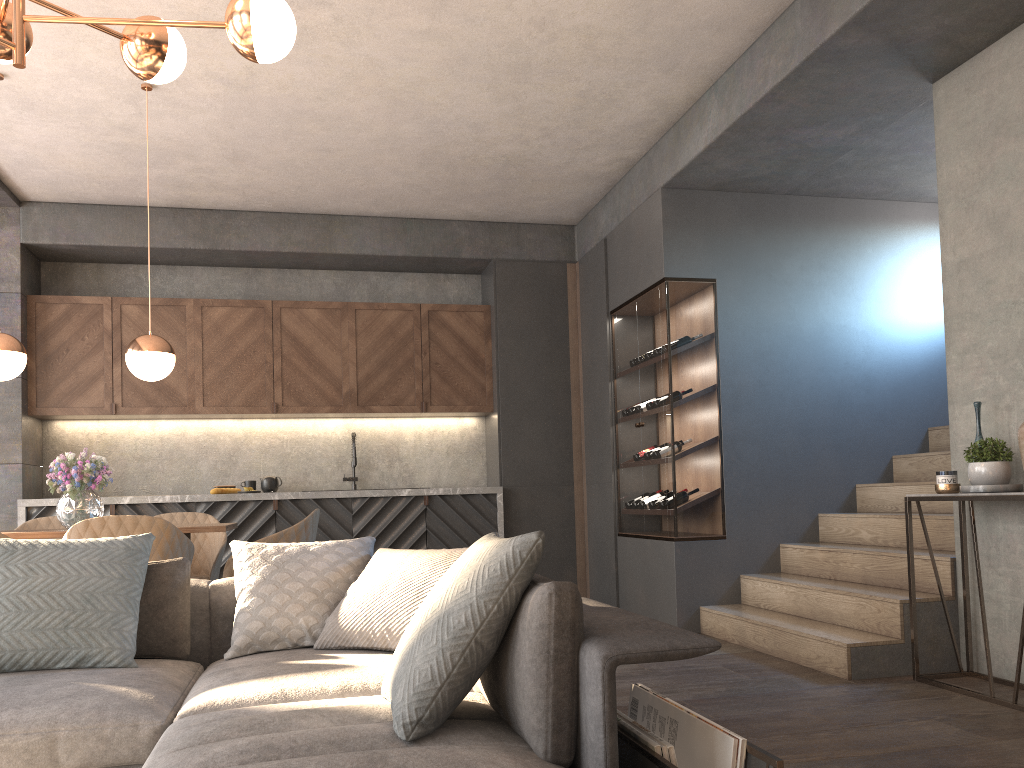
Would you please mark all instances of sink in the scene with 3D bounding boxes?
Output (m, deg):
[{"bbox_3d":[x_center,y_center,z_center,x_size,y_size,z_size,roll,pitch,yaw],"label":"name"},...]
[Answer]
[{"bbox_3d":[-1.154,0.639,6.902,0.962,0.544,0.464,0,-5,-13],"label":"sink"}]

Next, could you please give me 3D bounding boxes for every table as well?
[{"bbox_3d":[2.032,0.828,3.420,0.299,0.816,1.108,-1,-6,-13],"label":"table"},{"bbox_3d":[-2.145,1.105,4.373,1.466,0.766,0.774,0,-5,-13],"label":"table"}]

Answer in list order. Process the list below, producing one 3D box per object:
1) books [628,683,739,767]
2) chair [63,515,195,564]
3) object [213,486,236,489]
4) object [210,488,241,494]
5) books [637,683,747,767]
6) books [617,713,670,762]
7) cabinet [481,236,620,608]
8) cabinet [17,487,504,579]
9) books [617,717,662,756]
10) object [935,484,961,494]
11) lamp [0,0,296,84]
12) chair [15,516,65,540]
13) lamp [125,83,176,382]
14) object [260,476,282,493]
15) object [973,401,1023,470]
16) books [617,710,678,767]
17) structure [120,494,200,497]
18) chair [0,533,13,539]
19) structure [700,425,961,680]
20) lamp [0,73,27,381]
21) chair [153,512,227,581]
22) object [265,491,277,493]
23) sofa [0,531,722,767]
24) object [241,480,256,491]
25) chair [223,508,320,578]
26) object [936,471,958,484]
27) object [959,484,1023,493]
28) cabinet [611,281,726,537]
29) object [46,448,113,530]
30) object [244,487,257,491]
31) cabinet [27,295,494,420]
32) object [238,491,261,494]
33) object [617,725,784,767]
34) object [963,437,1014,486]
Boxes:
[{"bbox_3d":[0.362,0.920,2.020,0.064,0.353,0.572,-1,-6,-13],"label":"books"},{"bbox_3d":[-1.694,0.996,3.901,0.555,0.832,0.513,0,-4,-19],"label":"chair"},{"bbox_3d":[-2.184,0.806,6.710,0.157,0.068,0.117,2,-7,-28],"label":"object"},{"bbox_3d":[-2.122,0.800,6.573,0.071,0.054,0.302,-5,-8,27],"label":"object"},{"bbox_3d":[0.376,0.919,2.015,0.064,0.353,0.572,-1,-6,-13],"label":"books"},{"bbox_3d":[0.264,0.920,1.998,0.068,0.352,0.572,-1,-6,-13],"label":"books"},{"bbox_3d":[0.493,0.366,6.953,1.186,2.743,1.209,-1,-3,-13],"label":"cabinet"},{"bbox_3d":[-1.776,1.302,6.683,3.391,0.946,0.604,0,-4,-13],"label":"cabinet"},{"bbox_3d":[0.248,0.920,1.998,0.062,0.353,0.572,-1,-6,-13],"label":"books"},{"bbox_3d":[1.860,0.447,3.769,0.099,0.041,0.100,0,-7,-15],"label":"object"},{"bbox_3d":[-1.463,-1.327,2.410,1.465,1.033,1.020,3,-6,-37],"label":"lamp"},{"bbox_3d":[-2.537,1.150,4.883,0.555,0.832,0.513,0,-4,-19],"label":"chair"},{"bbox_3d":[-1.874,-0.781,4.556,0.239,1.537,0.240,0,-3,-38],"label":"lamp"},{"bbox_3d":[-1.856,0.773,6.780,0.136,0.136,0.153,2,-7,-41],"label":"object"},{"bbox_3d":[2.006,0.237,3.528,0.225,0.388,0.565,-1,-6,-18],"label":"object"},{"bbox_3d":[0.283,0.921,2.001,0.079,0.351,0.572,-1,-6,-13],"label":"books"},{"bbox_3d":[-2.602,0.836,6.524,0.610,0.017,0.508,0,-8,-13],"label":"structure"},{"bbox_3d":[-2.288,0.995,3.756,0.555,0.832,0.513,-1,-4,-4],"label":"chair"},{"bbox_3d":[2.404,0.717,4.961,2.258,1.416,1.517,0,-5,-13],"label":"structure"},{"bbox_3d":[-2.555,-0.782,4.395,0.239,1.537,0.240,-1,-2,-8],"label":"lamp"},{"bbox_3d":[-1.899,1.147,5.012,0.555,0.832,0.513,-1,-4,-14],"label":"chair"},{"bbox_3d":[-2.021,0.814,6.610,0.490,0.040,0.286,1,-8,-18],"label":"object"},{"bbox_3d":[-0.652,0.740,1.995,2.023,0.779,2.933,0,-7,-14],"label":"sofa"},{"bbox_3d":[-2.006,0.790,6.746,0.090,0.103,0.112,-3,-5,19],"label":"object"},{"bbox_3d":[-1.247,1.069,4.561,0.510,0.832,0.558,-1,-4,-9],"label":"chair"},{"bbox_3d":[1.908,0.431,3.873,0.084,0.098,0.084,-5,-5,34],"label":"object"},{"bbox_3d":[1.959,0.429,3.614,0.229,0.031,0.230,-1,-7,-8],"label":"object"},{"bbox_3d":[1.024,0.216,5.948,0.337,1.577,1.005,-1,-4,-13],"label":"cabinet"},{"bbox_3d":[-2.159,0.523,4.428,0.298,0.407,0.330,2,-6,-43],"label":"object"},{"bbox_3d":[-1.958,0.792,6.584,0.120,0.045,0.117,-1,-7,-8],"label":"object"},{"bbox_3d":[-1.848,-0.183,6.855,3.391,0.862,0.371,0,-3,-13],"label":"cabinet"},{"bbox_3d":[-1.958,0.810,6.583,0.170,0.020,0.171,-3,-8,12],"label":"object"},{"bbox_3d":[0.330,0.920,1.937,0.216,0.349,0.672,-1,-6,-13],"label":"object"},{"bbox_3d":[1.955,0.330,3.615,0.187,0.226,0.196,1,-5,-35],"label":"object"}]
